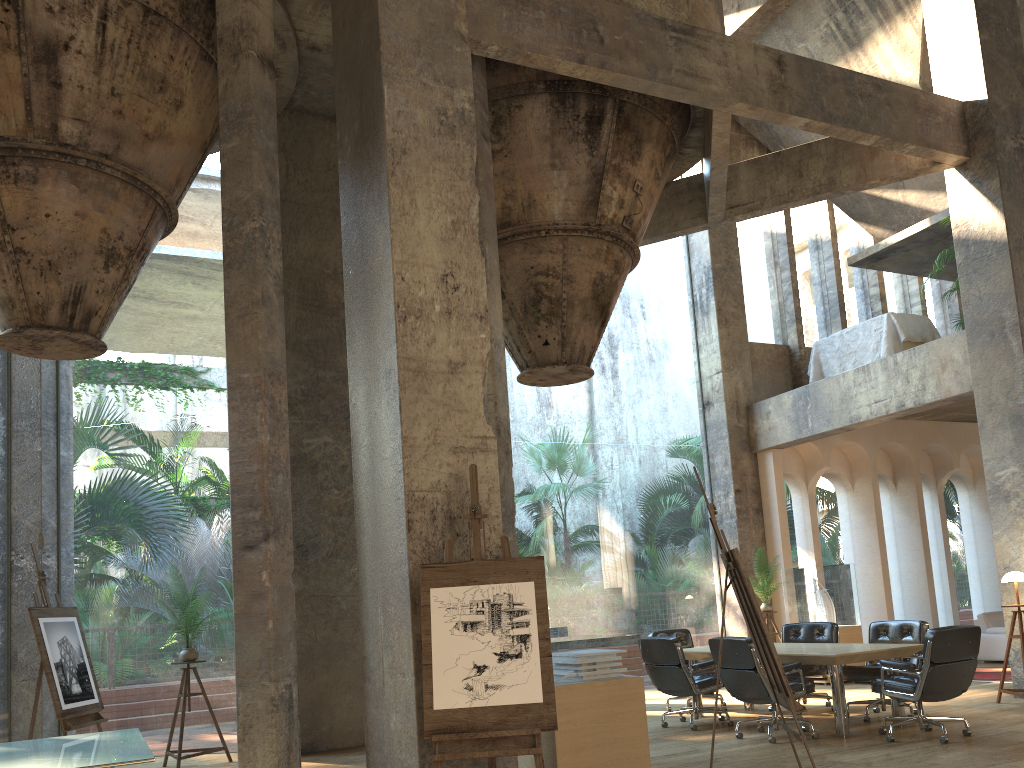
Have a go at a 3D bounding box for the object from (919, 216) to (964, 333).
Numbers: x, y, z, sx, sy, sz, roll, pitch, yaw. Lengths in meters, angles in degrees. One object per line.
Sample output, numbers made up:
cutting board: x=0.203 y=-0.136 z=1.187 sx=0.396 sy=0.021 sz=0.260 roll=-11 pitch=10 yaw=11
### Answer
object: x=5.789 y=-1.391 z=10.649 sx=1.355 sy=1.774 sz=1.432 roll=0 pitch=-10 yaw=-20

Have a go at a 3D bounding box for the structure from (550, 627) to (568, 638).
structure: x=0.162 y=3.288 z=9.950 sx=0.743 sy=0.995 sz=0.750 roll=1 pitch=-11 yaw=-26

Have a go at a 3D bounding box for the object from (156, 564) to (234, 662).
object: x=-2.977 y=2.138 z=8.268 sx=0.858 sy=0.922 sz=0.703 roll=-3 pitch=-10 yaw=-5

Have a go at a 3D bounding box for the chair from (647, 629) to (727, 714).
chair: x=2.024 y=3.199 z=9.855 sx=0.731 sy=0.875 sz=0.837 roll=2 pitch=-12 yaw=-31

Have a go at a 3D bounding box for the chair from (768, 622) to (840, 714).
chair: x=3.064 y=2.981 z=9.279 sx=0.739 sy=0.875 sz=0.828 roll=-12 pitch=-13 yaw=37

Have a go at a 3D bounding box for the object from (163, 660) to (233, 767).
object: x=-2.915 y=3.077 z=8.217 sx=0.571 sy=0.954 sz=0.671 roll=2 pitch=-11 yaw=-32

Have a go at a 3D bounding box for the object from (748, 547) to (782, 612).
object: x=3.440 y=2.718 z=12.254 sx=0.861 sy=0.922 sz=0.700 roll=3 pitch=-12 yaw=-35

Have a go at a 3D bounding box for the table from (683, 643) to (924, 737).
table: x=2.668 y=2.908 z=8.512 sx=1.104 sy=0.685 sz=2.466 roll=2 pitch=-15 yaw=-25

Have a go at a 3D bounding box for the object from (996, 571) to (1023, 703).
object: x=4.897 y=2.481 z=8.570 sx=0.658 sy=1.273 sz=0.581 roll=0 pitch=-9 yaw=-26

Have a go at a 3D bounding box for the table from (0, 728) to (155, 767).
table: x=-2.851 y=2.626 z=5.636 sx=0.940 sy=0.535 sz=1.914 roll=2 pitch=-15 yaw=-25

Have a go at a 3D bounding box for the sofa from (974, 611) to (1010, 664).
sofa: x=8.485 y=3.600 z=12.824 sx=2.926 sy=0.708 sz=2.112 roll=3 pitch=-15 yaw=-26

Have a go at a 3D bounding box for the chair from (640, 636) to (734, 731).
chair: x=1.756 y=2.910 z=8.650 sx=0.821 sy=0.875 sz=0.745 roll=1 pitch=-11 yaw=-25

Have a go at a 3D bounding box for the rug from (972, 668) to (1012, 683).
rug: x=6.183 y=3.645 z=10.982 sx=1.345 sy=0.009 sz=2.520 roll=3 pitch=-16 yaw=-25

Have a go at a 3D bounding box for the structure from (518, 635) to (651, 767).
structure: x=0.450 y=2.344 z=6.330 sx=0.735 sy=0.995 sz=0.758 roll=1 pitch=-11 yaw=-26

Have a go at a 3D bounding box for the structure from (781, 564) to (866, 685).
structure: x=4.190 y=3.222 z=11.816 sx=0.743 sy=1.518 sz=0.605 roll=0 pitch=-9 yaw=-26

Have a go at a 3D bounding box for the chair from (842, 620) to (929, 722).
chair: x=3.526 y=2.723 z=8.390 sx=0.822 sy=0.875 sz=0.744 roll=3 pitch=-12 yaw=-32

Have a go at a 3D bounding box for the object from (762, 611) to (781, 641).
object: x=3.536 y=3.626 z=12.089 sx=0.664 sy=0.954 sz=0.577 roll=-9 pitch=-10 yaw=28

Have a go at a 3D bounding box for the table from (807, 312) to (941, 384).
table: x=5.062 y=-0.394 z=12.368 sx=1.115 sy=0.785 sz=1.790 roll=2 pitch=-14 yaw=-25

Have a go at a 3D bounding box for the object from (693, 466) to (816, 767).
object: x=1.517 y=1.572 z=5.714 sx=0.685 sy=2.106 sz=0.713 roll=-5 pitch=-8 yaw=6

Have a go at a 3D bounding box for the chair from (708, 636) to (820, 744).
chair: x=2.235 y=2.622 z=7.653 sx=0.820 sy=0.875 sz=0.746 roll=0 pitch=-11 yaw=-19

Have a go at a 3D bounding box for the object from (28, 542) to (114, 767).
object: x=-3.862 y=2.398 z=7.515 sx=0.685 sy=2.106 sz=0.714 roll=-4 pitch=-8 yaw=3

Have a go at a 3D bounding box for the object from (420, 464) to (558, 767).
object: x=-0.139 y=1.451 z=4.797 sx=0.702 sy=2.106 sz=0.697 roll=-4 pitch=-8 yaw=0

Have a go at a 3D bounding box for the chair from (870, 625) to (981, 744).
chair: x=3.319 y=2.415 z=7.131 sx=0.730 sy=0.875 sz=0.838 roll=2 pitch=-12 yaw=-29
